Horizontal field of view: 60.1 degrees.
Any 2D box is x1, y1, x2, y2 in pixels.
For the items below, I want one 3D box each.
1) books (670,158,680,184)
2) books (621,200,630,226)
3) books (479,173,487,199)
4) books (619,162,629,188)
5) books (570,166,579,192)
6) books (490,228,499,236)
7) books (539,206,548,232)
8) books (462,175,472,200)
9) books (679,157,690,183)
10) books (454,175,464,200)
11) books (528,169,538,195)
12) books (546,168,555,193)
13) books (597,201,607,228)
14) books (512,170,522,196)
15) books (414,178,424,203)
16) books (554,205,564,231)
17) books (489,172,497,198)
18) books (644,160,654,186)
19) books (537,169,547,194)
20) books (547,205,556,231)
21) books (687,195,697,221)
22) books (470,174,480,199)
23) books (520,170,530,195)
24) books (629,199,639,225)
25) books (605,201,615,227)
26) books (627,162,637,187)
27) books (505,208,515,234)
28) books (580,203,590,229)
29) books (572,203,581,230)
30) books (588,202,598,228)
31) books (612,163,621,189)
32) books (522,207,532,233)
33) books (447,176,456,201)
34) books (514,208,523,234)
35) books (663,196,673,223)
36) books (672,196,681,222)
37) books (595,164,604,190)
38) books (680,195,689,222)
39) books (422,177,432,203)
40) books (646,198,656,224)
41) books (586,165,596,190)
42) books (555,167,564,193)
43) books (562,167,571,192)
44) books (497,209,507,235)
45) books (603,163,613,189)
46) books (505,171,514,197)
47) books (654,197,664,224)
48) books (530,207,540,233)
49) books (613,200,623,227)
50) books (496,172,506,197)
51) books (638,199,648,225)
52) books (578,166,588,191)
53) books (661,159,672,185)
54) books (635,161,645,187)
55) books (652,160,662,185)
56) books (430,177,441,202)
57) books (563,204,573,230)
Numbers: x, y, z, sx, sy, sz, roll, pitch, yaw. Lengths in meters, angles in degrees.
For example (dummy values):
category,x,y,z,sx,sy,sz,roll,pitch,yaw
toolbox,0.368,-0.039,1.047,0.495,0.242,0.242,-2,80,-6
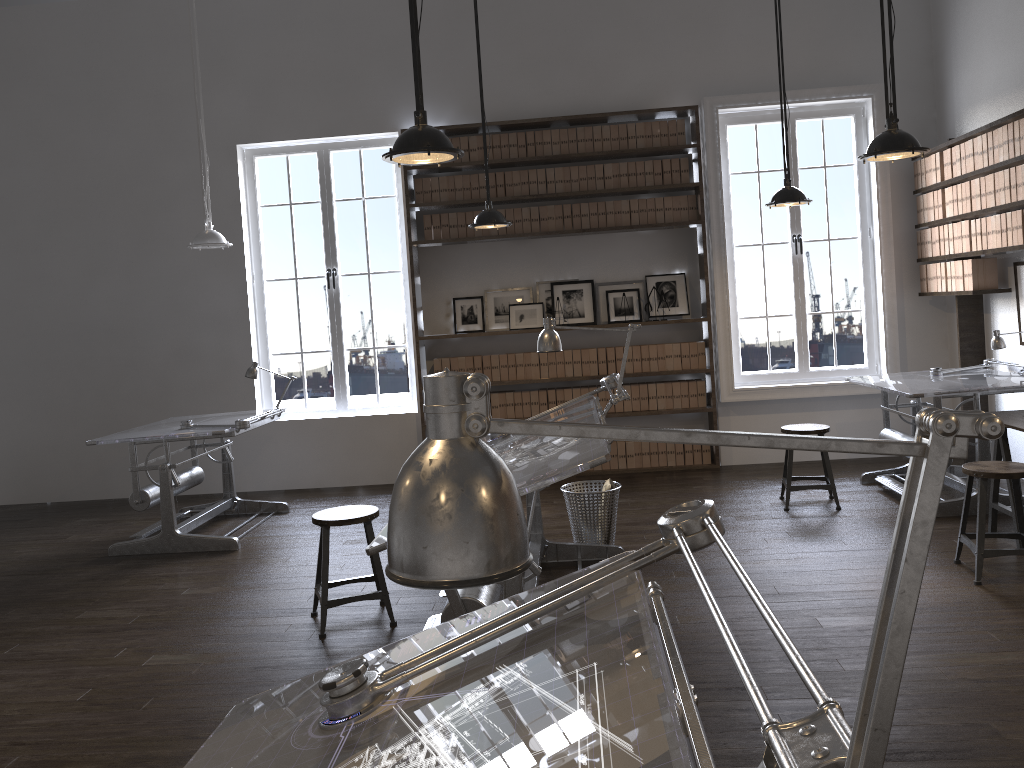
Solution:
category,x,y,z,sx,sy,sz,roll,pitch,yaw
books,1.369,-1.772,7.456,0.066,0.225,0.175,-4,3,4
books,0.957,-1.435,7.491,0.066,0.225,0.175,-4,3,4
books,-0.236,-1.673,7.558,0.066,0.225,0.175,-4,3,4
books,0.941,-1.746,7.478,0.067,0.225,0.175,-4,3,4
books,0.531,-1.720,7.505,0.067,0.225,0.175,-4,3,4
books,-0.153,-1.367,7.565,0.066,0.225,0.175,-4,3,4
books,0.272,-1.393,7.533,0.067,0.225,0.175,-4,3,4
books,-0.377,-1.665,7.571,0.066,0.225,0.175,-4,3,4
books,1.444,-1.777,7.448,0.066,0.225,0.175,-4,3,4
books,-0.444,-1.660,7.570,0.067,0.225,0.175,-4,3,4
books,0.183,-1.699,7.528,0.066,0.225,0.175,-4,3,4
books,0.330,-1.708,7.520,0.067,0.225,0.175,-4,3,4
books,0.761,-1.423,7.507,0.066,0.225,0.175,-4,3,4
books,0.049,-1.691,7.541,0.066,0.225,0.175,-4,3,4
books,-0.785,-1.640,7.600,0.066,0.225,0.175,-4,3,4
books,0.401,-1.401,7.531,0.066,0.225,0.175,-4,3,4
books,-0.165,-1.678,7.558,0.066,0.225,0.175,-4,3,4
books,1.149,-1.759,7.466,0.066,0.225,0.175,-4,3,4
books,0.256,-1.704,7.526,0.066,0.225,0.175,-4,3,4
books,0.335,-1.397,7.533,0.066,0.225,0.175,-4,3,4
books,1.509,-1.469,7.456,0.066,0.225,0.175,-4,3,4
books,-0.306,-1.669,7.567,0.066,0.225,0.175,-4,3,4
books,0.111,-1.694,7.533,0.067,0.225,0.175,-4,3,4
books,1.029,-1.439,7.484,0.067,0.225,0.175,-4,3,4
books,0.828,-1.427,7.496,0.067,0.225,0.175,-4,3,4
books,1.009,-1.750,7.479,0.066,0.225,0.175,-4,3,4
books,-0.011,-1.376,7.557,0.066,0.225,0.175,-4,3,4
books,0.619,-1.414,7.512,0.066,0.225,0.175,-4,3,4
books,0.549,-1.410,7.521,0.066,0.225,0.175,-4,3,4
books,0.690,-1.419,7.511,0.066,0.225,0.175,-4,3,4
books,0.875,-1.742,7.487,0.066,0.225,0.175,-4,3,4
books,0.128,-1.384,7.546,0.066,0.225,0.175,-4,3,4
books,-0.511,-1.657,7.579,0.066,0.225,0.175,-4,3,4
books,0.059,-1.380,7.555,0.066,0.225,0.175,-4,3,4
books,1.310,-1.456,7.464,0.066,0.225,0.175,-4,3,4
books,1.376,-1.460,7.459,0.067,0.225,0.175,-4,3,4
books,0.740,-1.733,7.492,0.067,0.225,0.175,-4,3,4
books,1.439,-1.465,7.460,0.066,0.225,0.175,-4,3,4
books,-0.715,-1.644,7.593,0.066,0.225,0.175,-4,3,4
books,1.169,-1.448,7.481,0.066,0.225,0.175,-4,3,4
books,0.670,-1.729,7.501,0.066,0.225,0.175,-4,3,4
books,0.402,-1.713,7.517,0.066,0.225,0.175,-4,3,4
books,0.465,-1.717,7.514,0.066,0.225,0.175,-4,3,4
books,-0.081,-1.371,7.558,0.067,0.225,0.175,-4,3,4
books,0.812,-1.738,7.489,0.066,0.225,0.175,-4,3,4
books,-0.016,-1.687,7.548,0.066,0.225,0.175,-4,3,4
books,1.238,-1.452,7.472,0.066,0.225,0.175,-4,3,4
books,0.200,-1.388,7.538,0.066,0.225,0.175,-4,3,4
books,0.894,-1.431,7.497,0.066,0.225,0.175,-4,3,4
books,-0.091,-1.682,7.547,0.067,0.225,0.175,-4,3,4
books,1.099,-1.444,7.483,0.066,0.225,0.175,-4,3,4
books,0.601,-1.725,7.507,0.066,0.225,0.175,-4,3,4
books,1.295,-1.767,7.455,0.067,0.225,0.175,-4,3,4
books,1.079,-1.755,7.474,0.066,0.225,0.175,-4,3,4
books,1.221,-1.763,7.466,0.066,0.225,0.175,-4,3,4
books,-0.646,-1.648,7.584,0.067,0.225,0.175,-4,3,4
books,0.474,-1.405,7.521,0.067,0.225,0.175,-4,3,4
